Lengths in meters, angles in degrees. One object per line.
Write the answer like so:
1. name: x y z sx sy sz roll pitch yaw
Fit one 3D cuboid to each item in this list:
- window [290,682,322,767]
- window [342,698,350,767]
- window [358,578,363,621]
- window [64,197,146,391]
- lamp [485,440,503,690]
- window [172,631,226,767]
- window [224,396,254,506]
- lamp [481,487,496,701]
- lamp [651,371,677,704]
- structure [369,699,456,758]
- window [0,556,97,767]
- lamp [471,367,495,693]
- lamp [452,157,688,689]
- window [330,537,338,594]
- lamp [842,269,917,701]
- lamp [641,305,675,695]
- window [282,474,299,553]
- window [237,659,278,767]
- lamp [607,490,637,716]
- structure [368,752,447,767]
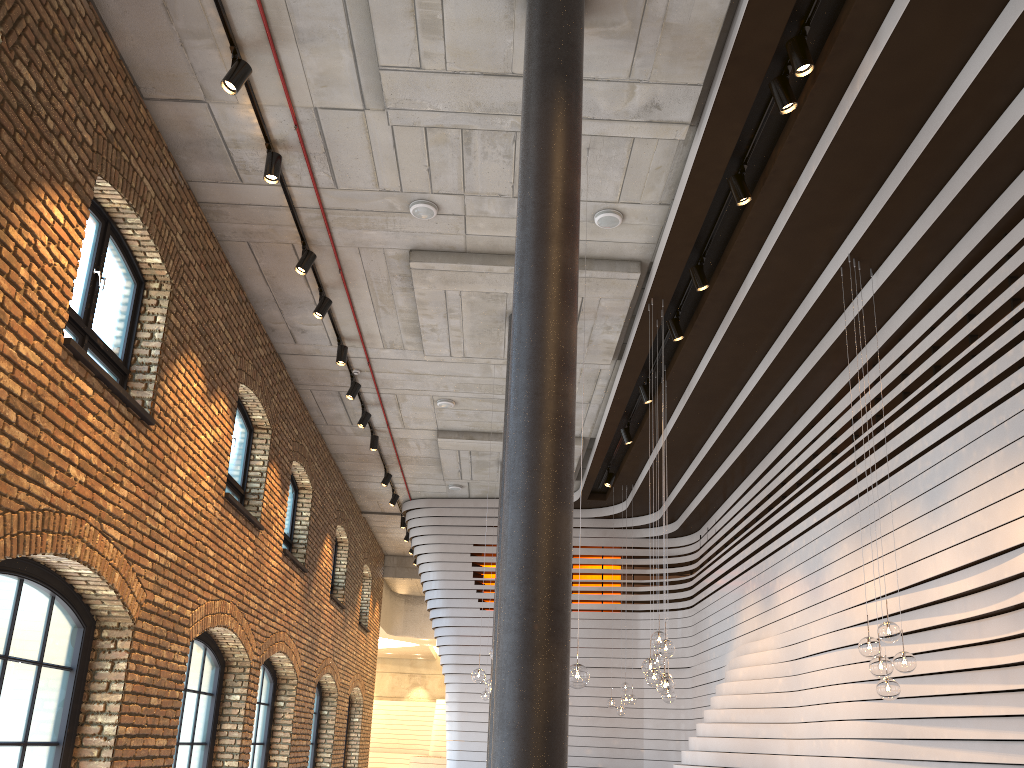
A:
1. window: -3.816 6.530 16.002 0.130 2.456 2.434 3 -20 -1
2. window: -4.491 8.469 20.816 2.102 2.454 4.715 16 -25 -34
3. window: -3.689 4.940 20.593 0.126 1.405 1.623 3 -20 -1
4. window: -3.268 -0.669 6.846 0.126 1.405 1.623 3 -20 -1
5. lamp: -0.040 2.489 13.271 0.549 4.484 0.281 16 -22 -37
6. window: -3.617 3.887 9.524 0.130 2.456 2.434 3 -20 -1
7. window: -3.379 0.814 10.480 0.126 1.405 1.623 3 -20 -1
8. lamp: -0.232 3.558 16.049 0.550 4.484 0.281 18 -23 -40
9. lamp: 1.840 1.504 10.791 0.293 4.529 0.561 4 -17 -5
10. structure: -3.425 13.737 33.999 4.531 2.777 6.013 3 -21 0
11. window: -3.506 2.404 5.889 0.130 2.456 2.434 3 -20 -1
12. lamp: -0.114 1.417 10.805 0.545 4.529 0.302 7 -18 -15
13. lamp: 1.947 -2.168 1.363 9.030 4.472 43.339 3 -22 -1
14. window: -3.578 3.458 16.959 0.126 1.405 1.623 3 -20 -1
15. lamp: 2.936 0.233 7.371 0.537 4.567 0.340 16 -22 -37
16. lamp: 1.471 0.736 8.981 0.310 4.594 0.682 0 -18 7
17. window: -3.463 1.927 13.207 0.126 1.405 1.623 3 -20 -1
18. window: -6.160 6.789 16.904 2.197 2.451 13.219 14 -24 -28
19. lamp: 1.938 3.385 15.375 0.549 4.529 0.300 -5 -19 24
20. structure: -3.197 13.763 31.522 2.557 0.870 7.729 11 -24 -21
